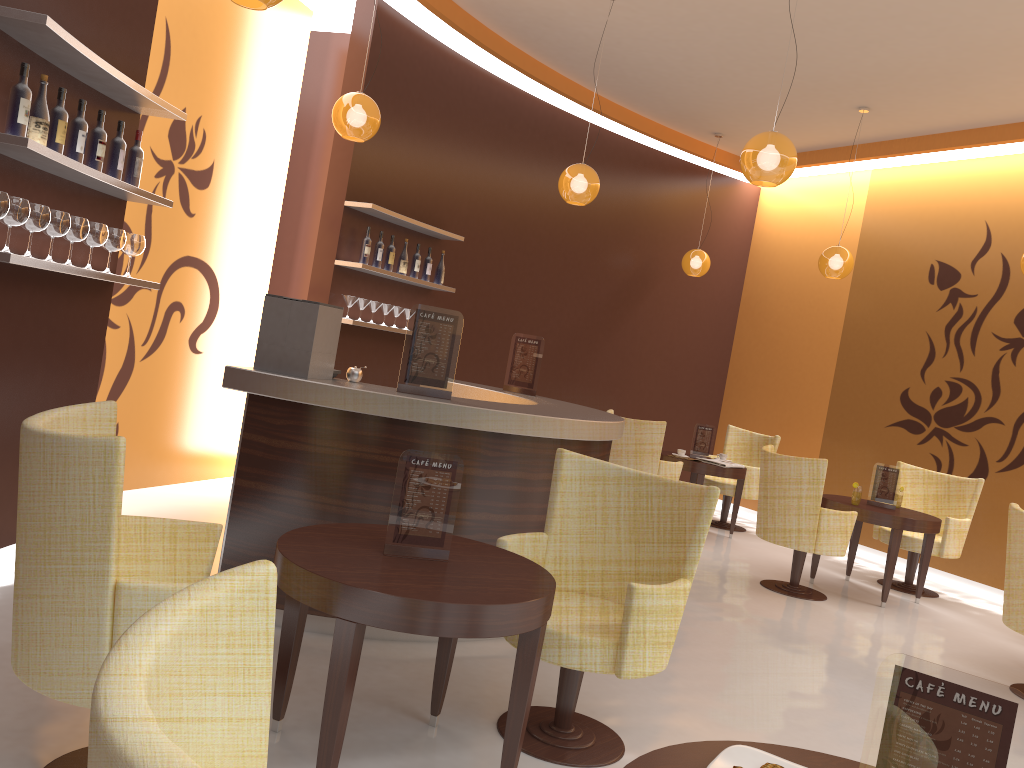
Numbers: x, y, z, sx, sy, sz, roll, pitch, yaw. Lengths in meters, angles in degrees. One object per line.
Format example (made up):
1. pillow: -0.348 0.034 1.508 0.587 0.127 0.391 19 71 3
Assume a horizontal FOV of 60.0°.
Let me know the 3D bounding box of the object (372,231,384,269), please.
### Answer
1. object: -1.032 -1.036 6.875 0.073 0.297 0.073 10 2 7

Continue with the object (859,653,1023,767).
1. object: 0.620 0.582 1.296 0.209 0.335 0.042 11 2 34

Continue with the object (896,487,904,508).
1. object: 3.077 0.899 7.061 0.067 0.171 0.072 10 2 16

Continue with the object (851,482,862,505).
1. object: 2.606 0.830 6.697 0.067 0.171 0.072 11 2 41

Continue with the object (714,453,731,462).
1. object: 2.055 0.718 8.630 0.153 0.069 0.153 11 3 42

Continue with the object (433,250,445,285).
1. object: -0.612 -0.992 7.597 0.086 0.303 0.086 9 2 -17

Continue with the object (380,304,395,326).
1. object: -1.015 -0.550 7.093 0.137 0.174 0.137 11 2 34

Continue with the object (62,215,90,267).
1. object: -1.951 -0.631 3.931 0.125 0.221 0.125 10 2 -6

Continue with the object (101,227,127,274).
1. object: -1.933 -0.639 4.269 0.125 0.221 0.125 10 2 -6

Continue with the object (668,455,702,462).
1. object: 1.554 0.673 8.238 0.239 0.021 0.464 9 2 -17

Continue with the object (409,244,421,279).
1. object: -0.791 -1.009 7.314 0.073 0.297 0.073 10 2 7

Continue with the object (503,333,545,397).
1. object: 0.084 -0.139 6.171 0.258 0.414 0.052 11 2 28

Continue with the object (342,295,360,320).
1. object: -1.228 -0.575 6.682 0.137 0.174 0.137 11 2 24

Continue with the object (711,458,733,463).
1. object: 2.069 0.749 8.634 0.239 0.021 0.464 8 2 -35

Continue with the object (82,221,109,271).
1. object: -1.942 -0.635 4.099 0.125 0.221 0.125 10 2 -6

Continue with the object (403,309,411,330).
1. object: -0.867 -0.533 7.354 0.137 0.174 0.137 11 2 34

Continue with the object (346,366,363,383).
1. object: -0.749 -0.047 4.223 0.075 0.077 0.075 11 2 28

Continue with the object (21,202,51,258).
1. object: -1.953 -0.620 3.605 0.125 0.221 0.125 10 2 -6

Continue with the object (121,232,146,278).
1. object: -1.909 -0.640 4.437 0.125 0.221 0.125 10 2 -6

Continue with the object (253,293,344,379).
1. object: -0.954 -0.212 4.104 0.270 0.340 0.373 10 2 14

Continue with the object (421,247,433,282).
1. object: -0.709 -0.999 7.449 0.073 0.297 0.073 10 2 7

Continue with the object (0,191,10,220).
1. object: -1.939 -0.607 3.283 0.125 0.221 0.125 10 2 -6

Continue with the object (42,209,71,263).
1. object: -1.952 -0.625 3.768 0.125 0.221 0.125 10 2 -6

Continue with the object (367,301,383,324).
1. object: -1.090 -0.560 6.960 0.137 0.174 0.137 11 2 34

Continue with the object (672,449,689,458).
1. object: 1.573 0.647 8.250 0.153 0.069 0.153 10 2 -5

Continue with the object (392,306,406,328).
1. object: -0.946 -0.542 7.223 0.137 0.174 0.137 11 2 34

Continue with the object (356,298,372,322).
1. object: -1.159 -0.567 6.821 0.137 0.174 0.137 11 2 24

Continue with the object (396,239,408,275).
1. object: -0.877 -1.024 7.181 0.086 0.303 0.086 11 3 42

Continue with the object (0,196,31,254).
1. object: -1.948 -0.614 3.441 0.125 0.221 0.125 10 2 -6

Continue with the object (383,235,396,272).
1. object: -0.963 -1.028 7.014 0.073 0.297 0.073 9 2 -34

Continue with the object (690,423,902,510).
1. object: 2.384 0.676 7.667 0.187 0.335 2.090 8 2 -35

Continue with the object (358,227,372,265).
1. object: -1.106 -1.043 6.721 0.073 0.297 0.073 10 2 7

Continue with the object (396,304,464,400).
1. object: -0.373 -0.149 4.097 0.258 0.414 0.052 9 2 -17

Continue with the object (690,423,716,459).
1. object: 1.827 0.553 8.485 0.209 0.335 0.042 10 2 -8
